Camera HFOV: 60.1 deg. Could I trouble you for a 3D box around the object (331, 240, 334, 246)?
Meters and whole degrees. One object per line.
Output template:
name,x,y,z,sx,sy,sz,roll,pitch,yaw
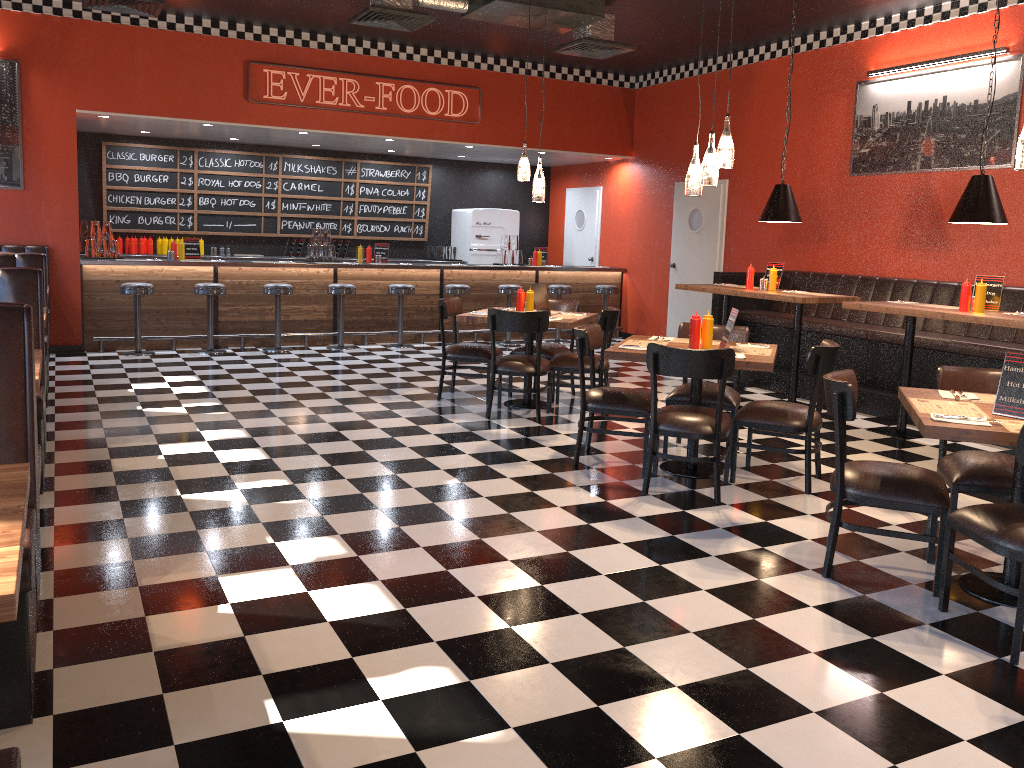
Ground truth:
object,-2.645,-1.974,12.927,0.072,0.255,0.189,-1,9,-22

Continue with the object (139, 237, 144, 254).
object,-4.918,-1.844,11.757,0.068,0.236,0.068,-1,8,-25

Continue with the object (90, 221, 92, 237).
object,-5.337,-1.981,11.316,0.105,0.208,0.106,-5,10,-42

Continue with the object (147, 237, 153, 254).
object,-4.827,-1.852,11.822,0.068,0.236,0.068,-1,8,-25

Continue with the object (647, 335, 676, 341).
object,0.993,-0.305,5.902,0.157,0.019,0.256,5,10,20

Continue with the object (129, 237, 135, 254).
object,-5.011,-1.836,11.691,0.068,0.236,0.068,8,10,39

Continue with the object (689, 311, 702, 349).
object,1.120,-0.329,5.415,0.068,0.236,0.068,-1,8,-22

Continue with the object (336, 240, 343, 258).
object,-2.544,-1.978,12.978,0.074,0.256,0.190,-1,9,-25

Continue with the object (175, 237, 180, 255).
object,-4.540,-1.877,12.030,0.068,0.236,0.068,8,9,39

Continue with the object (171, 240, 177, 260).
object,-3.938,-1.566,10.321,0.068,0.236,0.068,-2,8,-26

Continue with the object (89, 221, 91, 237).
object,-5.398,-1.999,11.414,0.105,0.208,0.106,-5,10,-42

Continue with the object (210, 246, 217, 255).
object,-4.117,-1.843,12.228,0.094,0.135,0.047,3,8,8

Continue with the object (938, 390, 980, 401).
object,2.030,0.051,4.022,0.157,0.019,0.256,5,10,19

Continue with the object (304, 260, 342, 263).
object,-2.399,-1.550,11.193,0.437,0.018,0.274,-3,11,-27

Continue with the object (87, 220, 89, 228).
object,-5.477,-1.994,11.369,0.105,0.208,0.106,-5,10,-42

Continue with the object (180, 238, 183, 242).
object,-4.464,-1.869,11.999,0.068,0.236,0.068,8,9,39

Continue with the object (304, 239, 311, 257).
object,-2.944,-1.958,12.775,0.072,0.255,0.189,-1,9,-22

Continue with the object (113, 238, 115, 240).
object,-5.242,-1.831,11.615,0.068,0.236,0.068,8,10,39

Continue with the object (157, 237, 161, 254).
object,-4.736,-1.862,11.900,0.068,0.236,0.068,8,10,39

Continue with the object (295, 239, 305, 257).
object,-3.044,-1.953,12.723,0.072,0.255,0.189,-3,9,-32

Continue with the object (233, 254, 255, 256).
object,-3.688,-1.804,12.399,0.365,0.001,0.262,-3,11,-27

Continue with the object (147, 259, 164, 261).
object,-4.036,-1.405,10.009,0.157,0.019,0.256,-4,11,-31

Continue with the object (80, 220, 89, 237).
object,-5.435,-1.974,11.260,0.105,0.208,0.106,-5,10,-42

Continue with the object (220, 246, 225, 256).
object,-4.020,-1.850,12.285,0.047,0.135,0.094,4,8,17

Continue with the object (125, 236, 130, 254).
object,-5.096,-1.847,11.742,0.068,0.236,0.068,-1,8,-25

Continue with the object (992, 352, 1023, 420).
object,2.053,0.010,3.554,0.072,0.255,0.189,-4,10,-37

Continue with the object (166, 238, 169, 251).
object,-4.665,-1.868,11.954,0.068,0.236,0.068,-1,8,-25

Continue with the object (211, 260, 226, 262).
object,-3.425,-1.440,10.337,0.157,0.019,0.256,-2,10,-21

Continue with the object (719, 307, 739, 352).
object,1.332,-0.336,5.445,0.072,0.255,0.189,2,8,3

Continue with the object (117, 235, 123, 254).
object,-5.163,-1.836,11.661,0.068,0.236,0.068,1,7,-11

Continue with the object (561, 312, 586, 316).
object,0.505,-0.602,7.549,0.255,0.019,0.158,4,10,12

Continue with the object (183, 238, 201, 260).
object,-3.780,-1.595,10.468,0.188,0.255,0.072,-4,10,-37

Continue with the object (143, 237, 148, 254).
object,-4.913,-1.860,11.856,0.068,0.236,0.068,-2,8,-26

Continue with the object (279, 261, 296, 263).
object,-2.723,-1.481,10.721,0.157,0.019,0.256,-4,11,-31

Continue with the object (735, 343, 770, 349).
object,1.524,-0.250,5.689,0.255,0.019,0.158,5,10,19

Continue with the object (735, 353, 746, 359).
object,1.285,-0.173,5.186,0.157,0.019,0.256,4,10,10

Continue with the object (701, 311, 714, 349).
object,1.205,-0.333,5.456,0.068,0.236,0.068,-1,8,-22

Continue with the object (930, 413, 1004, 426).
object,1.778,0.136,3.469,0.255,0.019,0.158,6,10,20

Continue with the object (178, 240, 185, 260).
object,-3.840,-1.557,10.292,0.068,0.236,0.068,-2,8,-26

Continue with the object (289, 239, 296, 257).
object,-3.143,-1.947,12.671,0.073,0.258,0.193,-1,9,-24

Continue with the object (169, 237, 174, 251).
object,-4.590,-1.866,11.952,0.068,0.236,0.068,-2,8,-29

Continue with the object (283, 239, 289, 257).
object,-3.228,-1.944,12.634,0.070,0.256,0.190,-1,8,-20

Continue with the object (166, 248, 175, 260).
object,-3.930,-1.493,10.202,0.094,0.135,0.047,3,8,8

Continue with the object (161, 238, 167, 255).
object,-4.657,-1.851,11.853,0.068,0.236,0.068,8,9,39

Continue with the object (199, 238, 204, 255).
object,-4.260,-1.888,12.152,0.068,0.236,0.068,-1,8,-25

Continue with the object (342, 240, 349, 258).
object,-2.445,-1.984,13.029,0.072,0.255,0.189,-1,9,-22

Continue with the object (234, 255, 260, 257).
object,-3.688,-1.792,12.401,0.365,0.001,0.262,-3,11,-27

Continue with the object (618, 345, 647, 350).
object,0.780,-0.225,5.390,0.255,0.019,0.158,5,10,17

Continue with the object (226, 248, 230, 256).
object,-3.934,-1.847,12.284,0.047,0.135,0.094,-3,9,-32

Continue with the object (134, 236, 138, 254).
object,-5.009,-1.851,11.782,0.068,0.236,0.068,-1,8,-25

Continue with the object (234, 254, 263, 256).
object,-3.687,-1.806,12.399,0.365,0.001,0.262,-3,11,-26
